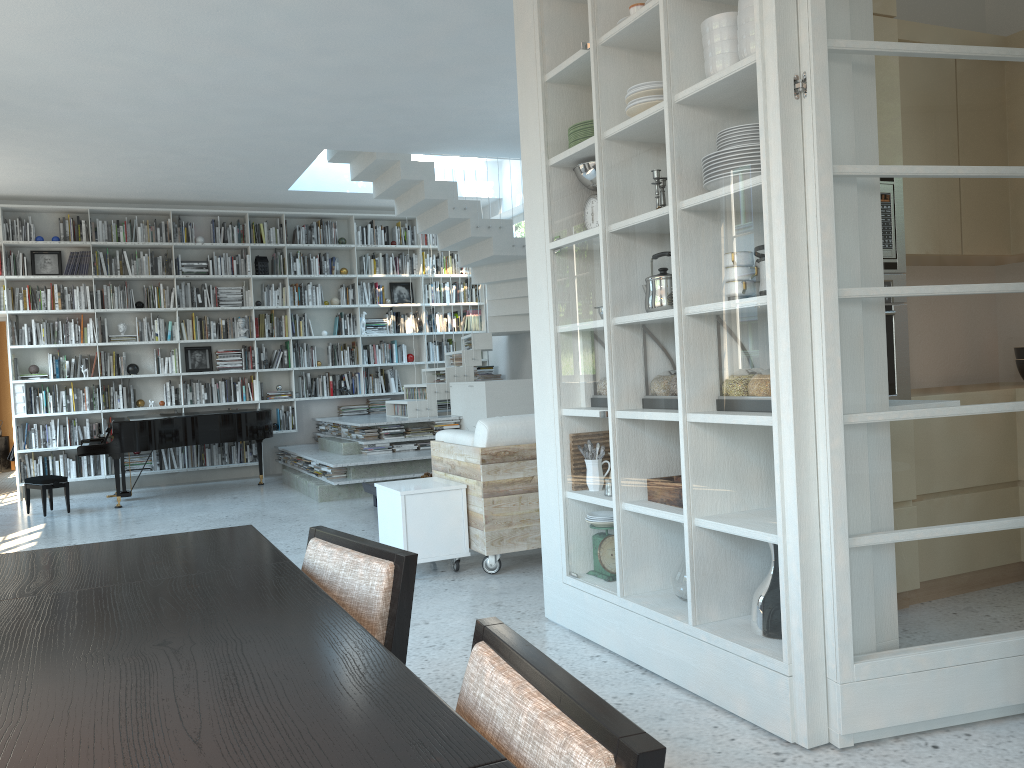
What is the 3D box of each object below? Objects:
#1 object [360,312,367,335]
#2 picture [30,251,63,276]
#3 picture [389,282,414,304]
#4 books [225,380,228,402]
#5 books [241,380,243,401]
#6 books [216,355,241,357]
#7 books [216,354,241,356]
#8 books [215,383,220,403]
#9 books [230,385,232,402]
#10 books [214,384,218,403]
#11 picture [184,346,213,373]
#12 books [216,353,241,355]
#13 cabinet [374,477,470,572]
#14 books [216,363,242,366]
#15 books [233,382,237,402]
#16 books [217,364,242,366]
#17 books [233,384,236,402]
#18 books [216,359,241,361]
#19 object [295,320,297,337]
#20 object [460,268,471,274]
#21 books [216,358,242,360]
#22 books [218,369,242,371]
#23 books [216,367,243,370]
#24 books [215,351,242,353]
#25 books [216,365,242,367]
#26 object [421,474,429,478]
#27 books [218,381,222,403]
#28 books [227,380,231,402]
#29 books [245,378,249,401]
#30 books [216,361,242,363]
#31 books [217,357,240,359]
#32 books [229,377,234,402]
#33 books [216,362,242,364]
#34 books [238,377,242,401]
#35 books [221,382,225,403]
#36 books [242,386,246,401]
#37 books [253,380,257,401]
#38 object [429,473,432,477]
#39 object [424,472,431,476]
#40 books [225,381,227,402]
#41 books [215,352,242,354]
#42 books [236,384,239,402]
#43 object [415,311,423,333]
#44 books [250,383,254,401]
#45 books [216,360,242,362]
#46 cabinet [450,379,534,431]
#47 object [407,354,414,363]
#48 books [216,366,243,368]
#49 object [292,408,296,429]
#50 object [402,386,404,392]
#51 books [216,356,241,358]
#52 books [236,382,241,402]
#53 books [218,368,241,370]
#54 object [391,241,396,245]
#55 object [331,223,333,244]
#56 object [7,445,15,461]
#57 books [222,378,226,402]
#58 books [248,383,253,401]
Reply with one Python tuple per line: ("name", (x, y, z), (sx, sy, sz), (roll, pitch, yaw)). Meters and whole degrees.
("object", (-1.837, -0.749, 10.949), (0.087, 0.288, 0.075), (-3, 2, 11))
("picture", (-5.091, -1.311, 9.701), (0.300, 0.300, 0.077), (-4, 2, -24))
("picture", (-1.413, -1.156, 11.381), (0.300, 0.300, 0.077), (-4, 2, -24))
("books", (-3.361, 0.085, 10.432), (0.010, 0.261, 0.181), (-4, 2, -25))
("books", (-3.210, 0.078, 10.516), (0.014, 0.256, 0.145), (-4, 2, -25))
("books", (-3.339, -0.327, 10.444), (0.254, 0.012, 0.161), (-3, 1, -29))
("books", (-3.340, -0.339, 10.446), (0.254, 0.012, 0.161), (-3, 1, -28))
("books", (-3.450, 0.102, 10.397), (0.031, 0.237, 0.159), (-4, 2, -25))
("books", (-3.323, 0.112, 10.458), (0.021, 0.203, 0.128), (-4, 2, -25))
("books", (-3.477, 0.112, 10.393), (0.025, 0.220, 0.140), (-4, 2, -25))
("picture", (-3.659, -0.288, 10.358), (0.300, 0.300, 0.077), (-4, 2, -24))
("books", (-3.340, -0.352, 10.443), (0.254, 0.012, 0.161), (-3, 1, -29))
("cabinet", (-0.512, 0.806, 5.015), (0.380, 0.487, 0.502), (-4, 1, -25))
("books", (-3.337, -0.231, 10.455), (0.285, 0.012, 0.159), (-3, 1, -25))
("books", (-3.274, 0.093, 10.478), (0.014, 0.235, 0.154), (-4, 2, -25))
("books", (-3.332, -0.220, 10.445), (0.254, 0.012, 0.161), (-4, 1, -30))
("books", (-3.286, 0.108, 10.461), (0.024, 0.207, 0.183), (-4, 1, -25))
("books", (-3.335, -0.279, 10.444), (0.254, 0.012, 0.161), (-4, 1, -30))
("object", (-2.638, -0.667, 10.766), (0.013, 0.208, 0.140), (-4, 2, -25))
("object", (-0.581, -1.488, 11.555), (0.203, 0.137, 0.095), (-3, 1, -9))
("books", (-3.335, -0.291, 10.443), (0.285, 0.012, 0.159), (-3, 1, -20))
("books", (-3.330, -0.159, 10.449), (0.254, 0.012, 0.161), (-3, 1, -29))
("books", (-3.330, -0.184, 10.445), (0.285, 0.012, 0.159), (-4, 1, -30))
("books", (-3.340, -0.376, 10.440), (0.285, 0.012, 0.159), (-4, 1, -30))
("books", (-3.331, -0.207, 10.445), (0.285, 0.012, 0.159), (-3, 1, -20))
("object", (-0.714, 0.793, 7.282), (0.110, 0.101, 0.114), (-4, 2, -42))
("books", (-3.431, 0.092, 10.422), (0.025, 0.254, 0.136), (-4, 2, -25))
("books", (-3.341, 0.082, 10.434), (0.028, 0.264, 0.161), (-4, 2, -25))
("books", (-3.157, 0.067, 10.526), (0.026, 0.272, 0.175), (-4, 2, -25))
("books", (-3.337, -0.255, 10.450), (0.285, 0.012, 0.159), (-3, 1, -23))
("books", (-3.338, -0.303, 10.447), (0.254, 0.012, 0.161), (-3, 1, -22))
("books", (-3.306, 0.064, 10.454), (0.012, 0.297, 0.177), (-4, 2, -25))
("books", (-3.337, -0.243, 10.453), (0.285, 0.012, 0.159), (-3, 1, -24))
("books", (-3.221, 0.060, 10.502), (0.014, 0.294, 0.137), (-4, 2, -25))
("books", (-3.397, 0.095, 10.408), (0.026, 0.245, 0.191), (-4, 1, -25))
("books", (-3.181, 0.113, 10.502), (0.023, 0.183, 0.169), (-4, 1, -25))
("books", (-3.064, 0.075, 10.552), (0.033, 0.246, 0.176), (-4, 1, -25))
("object", (-0.646, 0.784, 7.306), (0.094, 0.108, 0.108), (-2, 1, 33))
("object", (-0.698, 0.778, 7.363), (0.090, 0.106, 0.097), (-3, 1, -3))
("books", (-3.375, 0.090, 10.438), (0.011, 0.252, 0.158), (-4, 2, -25))
("books", (-3.342, -0.364, 10.447), (0.285, 0.012, 0.159), (-3, 1, -23))
("books", (-3.251, 0.107, 10.476), (0.023, 0.204, 0.167), (-4, 1, -25))
("object", (-1.180, -0.789, 11.269), (0.087, 0.288, 0.075), (-3, 2, 11))
("books", (-3.096, 0.092, 10.543), (0.011, 0.216, 0.166), (-4, 1, -25))
("books", (-3.334, -0.267, 10.443), (0.285, 0.012, 0.159), (-3, 1, -20))
("cabinet", (-0.231, 0.300, 9.280), (0.551, 0.668, 0.993), (-4, 1, -25))
("object", (-1.305, -0.330, 11.341), (0.115, 0.116, 0.115), (-2, 2, 43))
("books", (-3.335, -0.195, 10.454), (0.285, 0.012, 0.159), (-3, 1, -26))
("object", (-2.627, 0.417, 10.684), (0.011, 0.260, 0.142), (-4, 2, -25))
("object", (-1.389, 0.062, 11.329), (0.071, 0.072, 0.071), (-2, 1, 24))
("books", (-3.339, -0.315, 10.446), (0.254, 0.012, 0.161), (-3, 1, -28))
("books", (-3.231, 0.091, 10.485), (0.023, 0.234, 0.174), (-4, 1, -25))
("books", (-3.332, -0.171, 10.452), (0.254, 0.012, 0.161), (-3, 1, -23))
("object", (-1.493, -1.769, 11.180), (0.071, 0.072, 0.071), (-2, 1, 24))
("object", (-2.238, -1.840, 10.948), (0.006, 0.298, 0.129), (-4, 2, -25))
("object", (-6.358, 0.772, 12.704), (1.480, 0.540, 1.450), (-3, 1, -25))
("books", (-3.390, 0.074, 10.438), (0.014, 0.286, 0.134), (-4, 2, -25))
("books", (-3.119, 0.095, 10.531), (0.042, 0.212, 0.169), (-4, 1, -25))
